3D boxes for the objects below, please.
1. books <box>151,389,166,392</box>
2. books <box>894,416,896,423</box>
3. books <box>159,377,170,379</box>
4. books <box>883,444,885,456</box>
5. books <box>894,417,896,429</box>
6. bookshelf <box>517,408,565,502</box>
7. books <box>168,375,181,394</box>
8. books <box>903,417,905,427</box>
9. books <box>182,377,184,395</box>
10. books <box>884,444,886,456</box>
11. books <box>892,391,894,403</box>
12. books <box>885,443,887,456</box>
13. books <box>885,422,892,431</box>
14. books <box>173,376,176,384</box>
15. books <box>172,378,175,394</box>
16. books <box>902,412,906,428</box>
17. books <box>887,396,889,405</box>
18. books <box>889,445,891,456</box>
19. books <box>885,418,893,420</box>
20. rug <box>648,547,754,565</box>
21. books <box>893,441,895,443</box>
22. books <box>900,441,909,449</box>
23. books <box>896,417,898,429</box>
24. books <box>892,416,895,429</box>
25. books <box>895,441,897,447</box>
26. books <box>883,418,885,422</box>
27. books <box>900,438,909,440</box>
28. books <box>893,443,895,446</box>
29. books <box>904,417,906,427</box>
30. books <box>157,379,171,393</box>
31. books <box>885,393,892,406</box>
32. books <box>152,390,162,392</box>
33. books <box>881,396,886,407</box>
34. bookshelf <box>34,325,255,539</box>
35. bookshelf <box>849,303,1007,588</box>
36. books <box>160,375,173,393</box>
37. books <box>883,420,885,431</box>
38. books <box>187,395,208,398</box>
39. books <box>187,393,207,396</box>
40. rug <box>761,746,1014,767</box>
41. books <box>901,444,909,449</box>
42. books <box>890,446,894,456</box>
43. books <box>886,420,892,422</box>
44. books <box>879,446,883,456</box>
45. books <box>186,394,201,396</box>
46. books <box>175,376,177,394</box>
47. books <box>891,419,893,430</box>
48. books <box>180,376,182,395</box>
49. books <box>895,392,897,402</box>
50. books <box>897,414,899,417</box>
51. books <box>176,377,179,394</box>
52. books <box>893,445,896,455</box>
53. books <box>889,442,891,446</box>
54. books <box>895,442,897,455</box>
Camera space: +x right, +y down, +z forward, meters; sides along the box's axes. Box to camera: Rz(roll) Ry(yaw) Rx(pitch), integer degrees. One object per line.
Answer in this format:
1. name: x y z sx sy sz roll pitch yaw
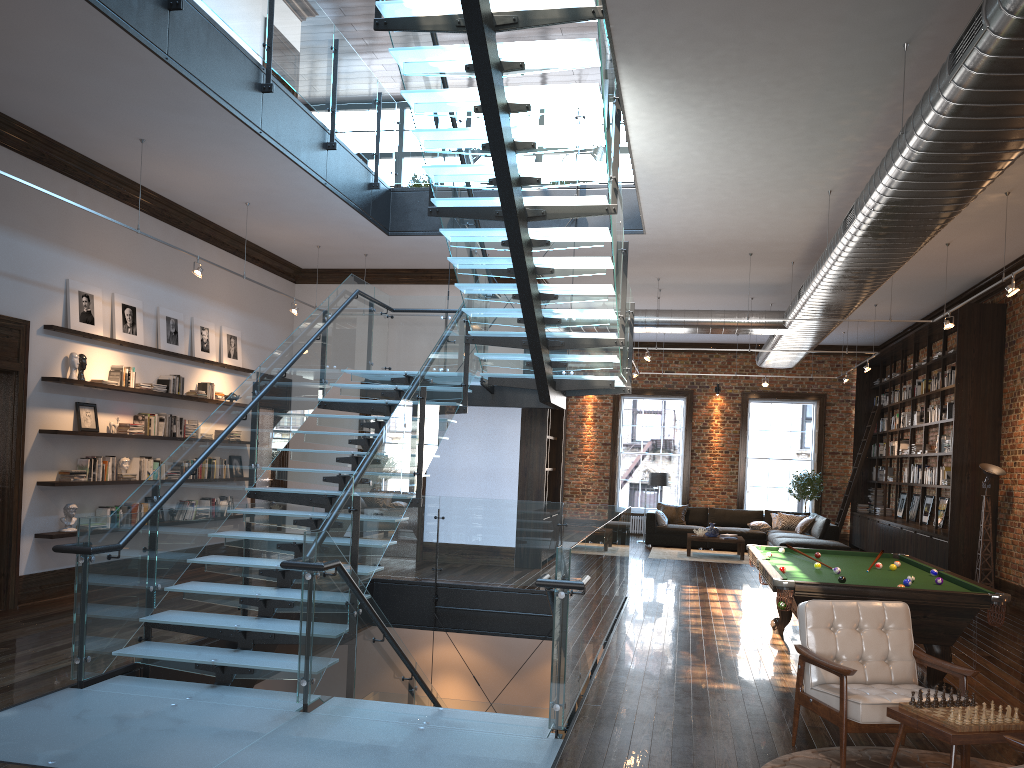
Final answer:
1. books: -4.126 0.074 10.214 0.141 0.011 0.287 1 -5 12
2. books: 7.578 0.769 17.365 0.174 0.285 0.091 2 -1 11
3. books: -4.084 0.015 10.395 0.126 0.184 0.042 2 0 11
4. books: 7.719 1.364 18.221 0.180 0.263 0.015 2 0 11
5. books: 7.547 0.776 17.284 0.174 0.256 0.027 2 0 11
6. bookshelf: 0.481 1.060 14.022 0.400 3.513 1.786 2 -1 11
7. books: -4.036 0.013 10.585 0.162 0.225 0.011 2 0 11
8. books: 7.414 0.728 16.569 0.182 0.218 0.034 2 0 11
9. books: -4.022 0.026 10.666 0.163 0.214 0.023 2 0 11
10. books: 7.689 1.354 18.056 0.187 0.252 0.017 2 0 11
11. books: 7.635 0.286 17.578 0.187 0.279 0.028 2 0 11
12. books: 7.676 1.338 18.021 0.164 0.277 0.013 2 0 11
13. books: 7.690 0.871 18.027 0.185 0.210 0.069 2 -1 11
14. books: -4.059 0.011 10.496 0.153 0.211 0.023 2 0 11
15. books: -4.050 0.023 10.446 0.166 0.180 0.028 2 0 11
16. books: 7.428 0.687 16.646 0.183 0.313 0.013 2 0 11
17. books: 7.714 0.361 18.022 0.173 0.214 0.025 2 0 11
18. books: 7.608 1.325 17.647 0.171 0.232 0.015 2 0 11
19. books: 7.719 0.842 18.116 0.190 0.281 0.006 2 0 11
20. rug: 3.547 3.133 16.179 2.020 0.003 2.122 2 -5 11
21. books: 7.562 1.274 17.404 0.169 0.289 0.026 2 0 11
22. books: 7.453 1.227 16.897 0.188 0.287 0.013 2 0 11
23. books: 7.517 0.767 17.110 0.181 0.242 0.036 2 0 11
24. books: 7.595 0.783 17.482 0.174 0.282 0.113 2 -1 11
25. books: 7.493 1.248 17.103 0.183 0.283 0.011 2 0 11
26. books: 7.743 0.850 18.264 0.184 0.292 0.006 2 0 11
27. books: 7.479 1.207 16.913 0.161 0.331 0.006 2 0 11
28. books: 7.552 1.283 17.371 0.177 0.264 0.042 2 0 11
29. books: 7.412 0.723 16.539 0.161 0.222 0.025 2 0 11
30. books: -4.073 0.025 10.368 0.167 0.161 0.037 2 0 11
31. books: 7.724 0.335 18.102 0.190 0.279 0.017 2 0 11
32. books: -4.124 0.085 10.213 0.142 0.011 0.256 2 -5 9
33. books: 7.748 0.368 18.314 0.234 0.252 0.028 2 0 11
34. bookshelf: -4.066 0.646 10.520 0.200 2.051 4.090 2 -4 11
35. bookshelf: 7.022 1.244 15.675 0.600 3.992 7.435 2 -4 11
36. books: -4.063 0.007 10.423 0.156 0.208 0.022 2 0 11
37. books: 7.715 0.864 18.171 0.188 0.246 0.005 2 0 11
38. books: -3.941 0.157 11.108 0.162 0.011 0.231 2 -5 11
39. books: -3.949 0.134 11.112 0.143 0.013 0.227 2 -5 11
40. rug: 2.152 2.040 4.198 1.968 0.015 1.978 1 -5 13
41. books: 7.459 1.250 16.842 0.147 0.232 0.036 2 0 11
42. books: 7.518 1.309 17.333 0.235 0.202 0.046 2 0 11
43. books: 7.703 0.853 18.046 0.166 0.249 0.079 2 -1 11
44. books: 7.707 1.389 18.294 0.231 0.224 0.024 2 0 11
45. books: -3.964 0.145 11.108 0.115 0.011 0.241 2 -5 11
46. books: -4.049 0.010 10.511 0.155 0.217 0.011 2 0 11
47. books: 7.608 0.791 17.541 0.174 0.279 0.128 2 -1 11
48. books: -4.027 0.018 10.599 0.166 0.218 0.021 2 0 11
49. books: 7.596 0.279 17.364 0.178 0.254 0.036 2 0 11
50. books: 7.522 0.732 17.134 0.171 0.315 0.014 2 0 11
51. books: -4.041 0.023 10.573 0.131 0.203 0.014 2 0 11
52. books: 7.533 1.302 17.273 0.186 0.208 0.017 2 0 11
53. books: 7.614 1.306 17.737 0.185 0.286 0.036 2 0 11
54. books: 7.477 1.254 17.061 0.189 0.263 0.010 2 0 11
